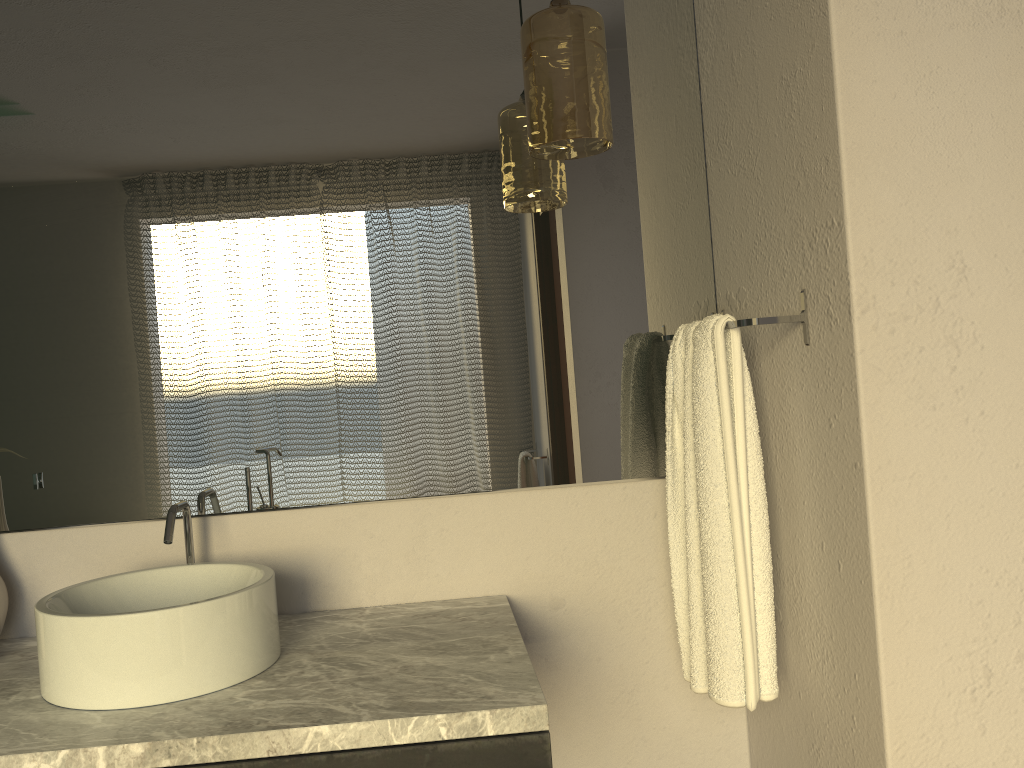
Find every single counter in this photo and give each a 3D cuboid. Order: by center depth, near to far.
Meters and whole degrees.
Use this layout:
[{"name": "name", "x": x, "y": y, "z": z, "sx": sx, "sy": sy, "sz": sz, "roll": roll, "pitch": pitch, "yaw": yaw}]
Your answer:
[{"name": "counter", "x": -1.101, "y": 0.543, "z": 1.360, "sx": 2.253, "sy": 0.101, "sz": 0.589, "roll": -4, "pitch": 0, "yaw": -3}]

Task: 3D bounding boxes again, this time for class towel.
[{"name": "towel", "x": 0.339, "y": 0.207, "z": 1.486, "sx": 0.163, "sy": 0.636, "sz": 0.255, "roll": -4, "pitch": 0, "yaw": 13}]

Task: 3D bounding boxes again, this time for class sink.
[{"name": "sink", "x": -0.552, "y": 0.384, "z": 1.400, "sx": 0.350, "sy": 0.131, "sz": 0.364, "roll": -5, "pitch": 0, "yaw": -27}]

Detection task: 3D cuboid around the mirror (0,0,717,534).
[{"name": "mirror", "x": -1.649, "y": -0.245, "z": 1.623, "sx": 4.069, "sy": 1.152, "sz": 0.017, "roll": -4, "pitch": 0, "yaw": -3}]

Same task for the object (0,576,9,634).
[{"name": "object", "x": -0.997, "y": 0.332, "z": 1.533, "sx": 0.122, "sy": 0.305, "sz": 0.235, "roll": -4, "pitch": 0, "yaw": 22}]

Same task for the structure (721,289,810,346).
[{"name": "structure", "x": 0.376, "y": -0.096, "z": 1.499, "sx": 0.102, "sy": 0.088, "sz": 0.370, "roll": -4, "pitch": 0, "yaw": -5}]

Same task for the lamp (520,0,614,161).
[{"name": "lamp", "x": 0.064, "y": -0.819, "z": 1.461, "sx": 0.142, "sy": 0.867, "sz": 0.135, "roll": -4, "pitch": 0, "yaw": 38}]

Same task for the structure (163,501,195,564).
[{"name": "structure", "x": -0.601, "y": 0.332, "z": 1.563, "sx": 0.066, "sy": 0.242, "sz": 0.164, "roll": -4, "pitch": 0, "yaw": -2}]
